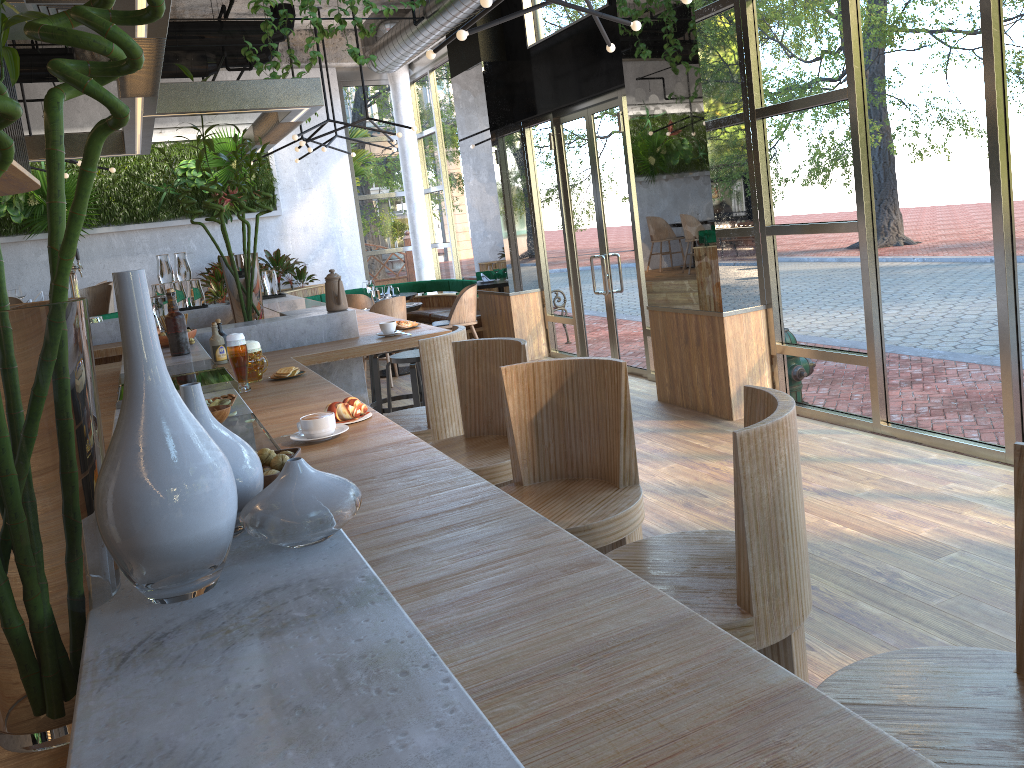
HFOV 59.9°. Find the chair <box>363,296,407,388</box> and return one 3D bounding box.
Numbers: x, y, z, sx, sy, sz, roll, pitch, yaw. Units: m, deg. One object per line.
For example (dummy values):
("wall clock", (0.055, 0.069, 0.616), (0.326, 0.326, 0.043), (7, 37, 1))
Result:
("chair", (-1.321, -0.468, 9.450), (0.526, 0.914, 0.531), (-14, 11, -43))

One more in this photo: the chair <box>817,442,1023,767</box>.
("chair", (0.749, 0.635, 1.427), (0.562, 0.960, 0.538), (-9, 8, -13))

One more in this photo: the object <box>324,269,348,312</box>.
("object", (-0.975, -0.521, 4.914), (0.205, 0.232, 0.124), (-1, 10, 34))

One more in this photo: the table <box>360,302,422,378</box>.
("table", (-1.369, -0.495, 10.048), (0.836, 0.739, 0.771), (-11, 10, -26))

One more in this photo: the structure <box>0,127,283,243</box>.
("structure", (-5.508, -2.486, 11.074), (5.276, 1.479, 0.784), (-12, 9, -27))

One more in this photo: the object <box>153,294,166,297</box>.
("object", (-1.805, -0.360, 4.632), (0.102, 0.207, 0.110), (-4, 8, 21))

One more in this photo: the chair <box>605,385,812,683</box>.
("chair", (0.446, 0.534, 2.145), (0.522, 0.960, 0.578), (0, 10, 41))

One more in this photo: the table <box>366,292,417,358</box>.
("table", (-1.751, -0.750, 11.647), (1.051, 0.743, 1.160), (0, 12, 35))

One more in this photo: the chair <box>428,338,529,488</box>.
("chair", (-0.156, 0.341, 3.527), (0.527, 0.960, 0.573), (-3, 9, 26))

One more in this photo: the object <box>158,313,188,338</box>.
("object", (-1.427, -0.220, 3.783), (0.106, 0.160, 0.105), (-5, 8, 11))

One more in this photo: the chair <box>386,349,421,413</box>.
("chair", (-0.647, 0.112, 6.547), (0.542, 0.689, 0.492), (-13, 10, -35))

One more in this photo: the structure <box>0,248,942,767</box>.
("structure", (-2.769, 0.522, 2.890), (6.094, 1.713, 6.903), (-11, 11, -23))

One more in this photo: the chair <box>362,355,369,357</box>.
("chair", (-1.842, -0.460, 9.723), (0.589, 0.914, 0.474), (-15, 11, -43))

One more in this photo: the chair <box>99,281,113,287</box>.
("chair", (-4.644, -0.644, 9.840), (0.589, 0.914, 0.474), (-15, 11, -43))

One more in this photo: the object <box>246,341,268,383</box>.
("object", (-1.084, -0.093, 3.683), (0.116, 0.170, 0.132), (-12, 9, -29))

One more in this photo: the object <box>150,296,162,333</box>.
("object", (-1.819, -0.336, 4.510), (0.104, 0.207, 0.108), (-6, 8, 11))

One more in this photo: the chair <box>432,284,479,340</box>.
("chair", (-0.595, -0.616, 9.802), (0.568, 0.914, 0.493), (-8, 8, -9))

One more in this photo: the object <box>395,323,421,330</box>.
("object", (-0.621, -0.321, 5.038), (0.202, 0.013, 0.212), (-4, 11, 12))

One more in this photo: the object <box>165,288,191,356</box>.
("object", (-1.375, -0.254, 3.626), (0.073, 0.274, 0.077), (-6, 7, 12))

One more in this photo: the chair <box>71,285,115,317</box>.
("chair", (-4.111, -0.490, 8.705), (0.493, 0.914, 0.567), (-6, 8, 6))

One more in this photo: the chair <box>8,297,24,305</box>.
("chair", (-4.819, -0.374, 8.511), (0.526, 0.914, 0.531), (-14, 11, -43))

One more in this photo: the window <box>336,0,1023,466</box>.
("window", (0.519, -2.359, 3.396), (4.318, 6.429, 19.725), (-10, 11, -21))

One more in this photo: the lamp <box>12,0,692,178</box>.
("lamp", (-0.640, -2.351, 2.560), (5.305, 1.805, 18.313), (-11, 11, -22))

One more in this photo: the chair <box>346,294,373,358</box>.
("chair", (-1.816, -0.669, 10.816), (0.482, 0.914, 0.580), (-4, 8, 21))

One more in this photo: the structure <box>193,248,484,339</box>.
("structure", (-0.209, 0.270, 3.182), (6.289, 1.533, 19.486), (-11, 11, -22))

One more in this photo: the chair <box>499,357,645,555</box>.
("chair", (0.148, 0.443, 2.803), (0.549, 0.960, 0.551), (-7, 8, 0))

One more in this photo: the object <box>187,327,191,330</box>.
("object", (-1.781, -0.247, 4.529), (0.284, 0.018, 0.424), (-11, 12, -23))

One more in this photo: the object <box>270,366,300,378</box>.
("object", (-0.942, -0.048, 3.706), (0.095, 0.040, 0.145), (-5, 11, 11))

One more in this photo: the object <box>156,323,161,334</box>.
("object", (-1.662, -0.239, 4.167), (0.087, 0.105, 0.160), (-3, 10, 23))

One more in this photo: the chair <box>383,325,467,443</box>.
("chair", (-0.433, 0.243, 4.215), (0.528, 0.960, 0.571), (-4, 8, 23))

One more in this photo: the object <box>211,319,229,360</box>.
("object", (-1.477, -0.215, 4.453), (0.070, 0.212, 0.165), (-7, 8, 3))

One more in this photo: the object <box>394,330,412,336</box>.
("object", (-0.579, -0.270, 4.701), (0.130, 0.027, 0.031), (3, 13, 43))

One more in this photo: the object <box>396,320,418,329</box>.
("object", (-0.630, -0.340, 5.040), (0.158, 0.052, 0.160), (-3, 11, 20))

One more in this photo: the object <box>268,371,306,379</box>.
("object", (-0.939, -0.034, 3.710), (0.143, 0.013, 0.158), (2, 13, 37))

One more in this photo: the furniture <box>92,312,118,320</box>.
("furniture", (-5.292, -0.034, 8.751), (4.587, 1.125, 2.870), (0, 12, 30))

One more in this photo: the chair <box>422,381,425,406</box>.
("chair", (-0.305, 0.225, 5.742), (0.541, 0.689, 0.493), (-12, 10, -33))

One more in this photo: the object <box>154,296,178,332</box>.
("object", (-1.716, -0.332, 4.431), (0.102, 0.207, 0.110), (-4, 8, 21))

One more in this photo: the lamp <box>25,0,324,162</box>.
("lamp", (-2.661, -1.987, 2.633), (5.211, 2.112, 6.501), (-12, 12, -29))

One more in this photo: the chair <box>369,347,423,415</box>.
("chair", (-0.914, 0.023, 7.178), (0.525, 0.689, 0.509), (-8, 8, -10))

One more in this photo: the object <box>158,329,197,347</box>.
("object", (-1.526, -0.208, 4.011), (0.196, 0.072, 0.225), (-7, 10, -3))

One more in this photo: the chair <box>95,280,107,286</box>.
("chair", (-5.155, -0.771, 10.817), (0.581, 0.914, 0.481), (-11, 8, -24))

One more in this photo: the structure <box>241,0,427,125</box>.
("structure", (-1.861, -3.428, 7.534), (1.578, 2.324, 3.068), (-5, 9, 14))

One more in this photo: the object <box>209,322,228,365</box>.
("object", (-1.457, -0.202, 4.385), (0.067, 0.208, 0.074), (-2, 9, 33))

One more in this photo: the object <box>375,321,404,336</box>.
("object", (-0.613, -0.325, 4.896), (0.179, 0.072, 0.428), (-4, 11, 13))
